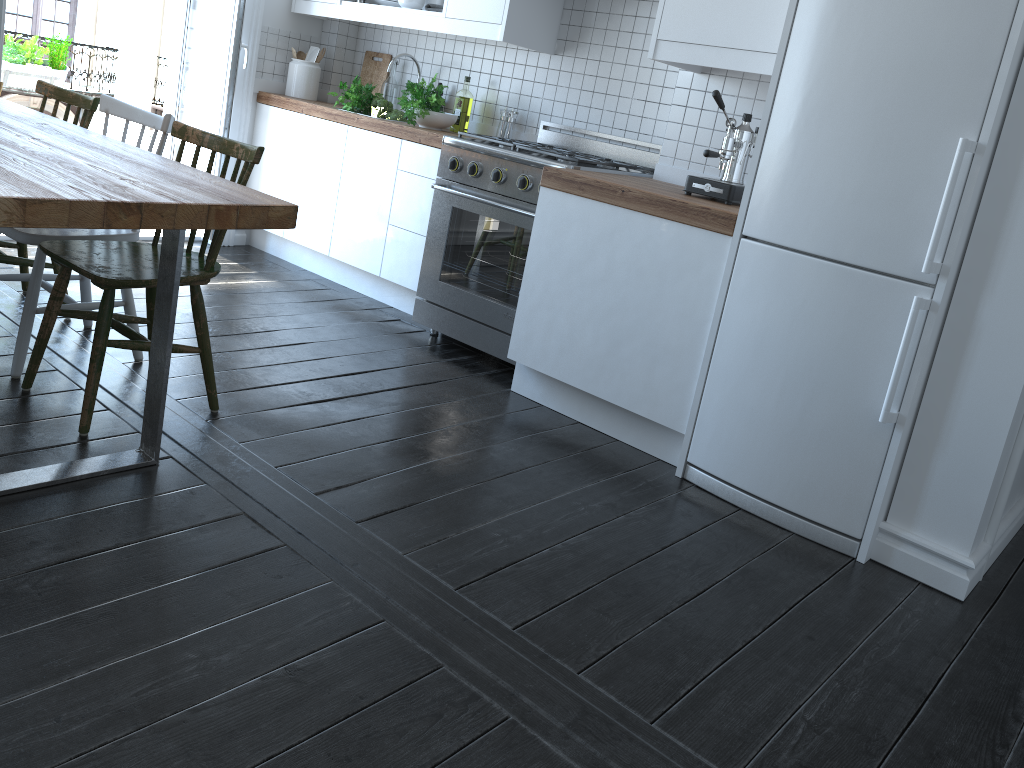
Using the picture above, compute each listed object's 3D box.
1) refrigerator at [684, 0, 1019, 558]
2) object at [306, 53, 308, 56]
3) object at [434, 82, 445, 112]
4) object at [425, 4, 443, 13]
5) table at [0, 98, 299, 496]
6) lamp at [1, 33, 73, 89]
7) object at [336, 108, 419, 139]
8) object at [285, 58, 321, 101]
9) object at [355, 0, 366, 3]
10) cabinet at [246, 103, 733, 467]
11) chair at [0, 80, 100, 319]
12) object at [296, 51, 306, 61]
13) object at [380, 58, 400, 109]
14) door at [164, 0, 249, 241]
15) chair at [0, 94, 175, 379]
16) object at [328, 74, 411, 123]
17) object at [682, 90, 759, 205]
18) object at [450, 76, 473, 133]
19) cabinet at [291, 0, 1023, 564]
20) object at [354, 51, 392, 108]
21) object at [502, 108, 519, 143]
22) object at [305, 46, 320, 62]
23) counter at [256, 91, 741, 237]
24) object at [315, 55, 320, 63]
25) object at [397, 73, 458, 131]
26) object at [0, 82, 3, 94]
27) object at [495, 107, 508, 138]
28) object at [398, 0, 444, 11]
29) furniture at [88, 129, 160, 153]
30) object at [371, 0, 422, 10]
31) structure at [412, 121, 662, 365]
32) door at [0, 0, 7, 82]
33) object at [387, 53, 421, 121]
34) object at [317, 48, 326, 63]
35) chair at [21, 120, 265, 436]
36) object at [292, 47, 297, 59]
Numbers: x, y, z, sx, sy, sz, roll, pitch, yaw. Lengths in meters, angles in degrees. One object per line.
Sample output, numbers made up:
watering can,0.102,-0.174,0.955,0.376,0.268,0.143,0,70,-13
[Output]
refrigerator,1.127,-0.476,2.751,0.588,1.760,0.684,20,15,37
object,-1.140,-1.729,4.941,0.121,0.244,0.034,21,15,37
object,-0.394,-1.466,4.622,0.085,0.225,0.087,12,12,3
object,-0.308,-1.816,4.309,0.250,0.041,0.280,21,20,29
table,-1.775,-0.444,2.653,2.274,0.699,1.024,24,20,36
lamp,-1.867,-2.590,4.473,2.758,2.451,0.494,23,16,37
object,-0.680,-1.333,4.571,0.380,0.109,0.356,24,21,36
object,-1.163,-1.698,4.912,0.178,0.203,0.174,24,19,41
object,-0.769,-2.032,4.552,0.102,0.131,0.215,0,19,-38
cabinet,-0.233,-0.667,4.119,0.730,0.795,3.265,-2,21,-42
chair,-1.815,-0.672,3.162,0.477,0.808,0.488,21,16,35
object,-1.186,-1.732,4.922,0.060,0.245,0.121,6,14,-22
object,-0.669,-1.638,4.851,0.100,0.310,0.098,20,15,37
door,-1.651,-1.819,4.762,0.596,1.979,0.105,19,14,32
chair,-1.431,-0.520,2.896,0.476,0.823,0.512,21,16,36
object,-0.726,-1.418,4.521,0.471,0.300,0.290,14,15,11
object,0.755,-0.826,3.096,0.210,0.361,0.355,21,17,36
object,-0.247,-1.411,4.448,0.067,0.276,0.067,19,14,32
cabinet,0.132,-1.286,3.753,3.879,2.315,0.781,25,18,40
object,-0.789,-1.712,4.987,0.225,0.322,0.041,22,15,37
object,-0.009,-1.257,4.289,0.059,0.168,0.060,2,15,-38
object,-1.150,-1.742,4.912,0.065,0.283,0.143,13,13,10
counter,-0.194,-1.069,3.995,3.166,0.072,0.851,24,22,37
object,-1.113,-1.717,4.923,0.051,0.241,0.117,12,13,2
object,-0.411,-1.383,4.287,0.275,0.263,0.342,19,17,27
object,-1.585,-0.856,2.694,0.050,0.136,0.049,20,15,37
object,-0.042,-1.281,4.343,0.059,0.168,0.060,2,15,-38
object,-0.439,-1.974,4.436,0.152,0.211,0.311,20,18,34
furniture,-2.428,-1.409,5.818,0.940,0.366,0.402,24,19,36
object,-0.581,-2.050,4.622,0.307,0.190,0.307,23,20,37
structure,0.090,-0.627,3.858,0.715,0.995,0.726,21,17,36
door,-2.373,-1.679,3.892,0.105,1.979,0.599,0,17,-45
object,-0.526,-1.546,4.624,0.190,0.344,0.279,14,14,13
object,-1.105,-1.735,4.911,0.132,0.289,0.057,15,12,17
chair,-1.076,-0.343,2.585,0.477,0.808,0.488,21,16,35
object,-1.205,-1.736,4.907,0.054,0.256,0.152,14,13,12
